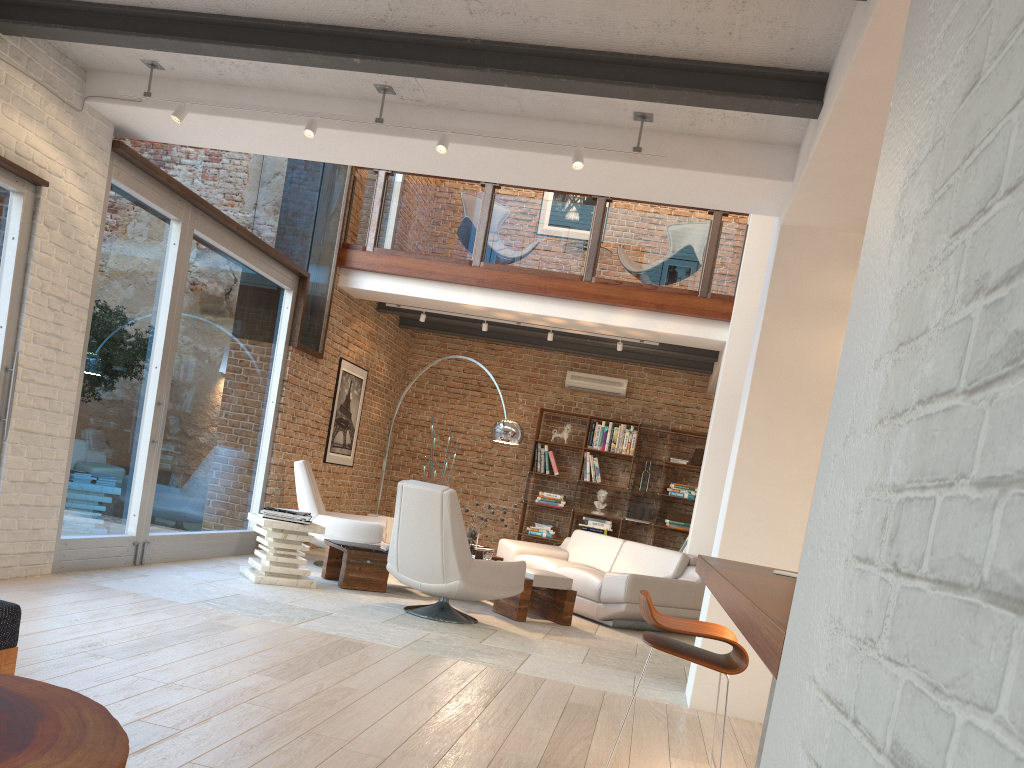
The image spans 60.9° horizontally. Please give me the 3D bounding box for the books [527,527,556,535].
[{"bbox_3d":[0.400,1.966,11.674,0.378,0.036,0.247,9,-7,9],"label":"books"}]

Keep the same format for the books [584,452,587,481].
[{"bbox_3d":[0.984,1.098,11.562,0.101,0.384,0.245,10,1,10],"label":"books"}]

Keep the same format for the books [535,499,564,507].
[{"bbox_3d":[0.508,1.591,11.631,0.379,0.036,0.246,9,-7,5],"label":"books"}]

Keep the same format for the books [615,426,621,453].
[{"bbox_3d":[1.395,0.739,11.469,0.020,0.359,0.273,11,0,11],"label":"books"}]

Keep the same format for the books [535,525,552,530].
[{"bbox_3d":[0.425,1.918,11.682,0.205,0.034,0.134,9,-6,9],"label":"books"}]

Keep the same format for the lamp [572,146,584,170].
[{"bbox_3d":[0.340,-1.165,4.497,0.060,0.129,0.085,9,1,-20],"label":"lamp"}]

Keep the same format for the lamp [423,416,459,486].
[{"bbox_3d":[-0.998,1.340,11.201,0.422,1.822,0.196,9,4,-21],"label":"lamp"}]

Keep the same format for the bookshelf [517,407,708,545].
[{"bbox_3d":[1.679,1.647,11.436,3.019,2.204,0.364,9,3,9],"label":"bookshelf"}]

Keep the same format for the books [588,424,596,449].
[{"bbox_3d":[1.063,0.702,11.532,0.055,0.329,0.256,10,0,11],"label":"books"}]

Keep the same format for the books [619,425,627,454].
[{"bbox_3d":[1.462,0.735,11.458,0.036,0.383,0.245,11,1,11],"label":"books"}]

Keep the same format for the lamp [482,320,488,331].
[{"bbox_3d":[-0.299,-0.648,9.706,0.060,0.121,0.086,10,0,12],"label":"lamp"}]

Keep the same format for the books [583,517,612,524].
[{"bbox_3d":[1.137,1.808,11.549,0.378,0.036,0.247,9,-7,9],"label":"books"}]

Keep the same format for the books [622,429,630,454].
[{"bbox_3d":[1.501,0.769,11.448,0.055,0.329,0.256,10,0,11],"label":"books"}]

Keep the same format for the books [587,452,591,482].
[{"bbox_3d":[1.016,1.101,11.533,0.103,0.383,0.245,10,1,10],"label":"books"}]

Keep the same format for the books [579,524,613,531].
[{"bbox_3d":[1.114,1.898,11.542,0.442,0.020,0.275,9,-7,9],"label":"books"}]

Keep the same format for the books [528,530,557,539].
[{"bbox_3d":[0.411,2.014,11.666,0.323,0.055,0.258,8,-7,19],"label":"books"}]

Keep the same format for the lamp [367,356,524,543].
[{"bbox_3d":[-0.703,0.870,9.115,0.323,2.350,1.999,7,2,-44],"label":"lamp"}]

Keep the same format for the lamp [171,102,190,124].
[{"bbox_3d":[-1.844,-1.507,4.843,0.088,0.129,0.058,10,2,-30],"label":"lamp"}]

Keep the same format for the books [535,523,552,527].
[{"bbox_3d":[0.425,1.892,11.688,0.236,0.019,0.172,10,-7,2],"label":"books"}]

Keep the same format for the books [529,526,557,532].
[{"bbox_3d":[0.418,1.940,11.660,0.379,0.018,0.246,10,-7,2],"label":"books"}]

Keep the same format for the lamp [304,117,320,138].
[{"bbox_3d":[-1.085,-1.394,4.717,0.060,0.121,0.086,10,0,12],"label":"lamp"}]

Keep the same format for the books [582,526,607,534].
[{"bbox_3d":[1.090,1.931,11.535,0.326,0.055,0.257,9,-6,4],"label":"books"}]

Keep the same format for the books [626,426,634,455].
[{"bbox_3d":[1.553,0.750,11.444,0.036,0.383,0.245,11,1,11],"label":"books"}]

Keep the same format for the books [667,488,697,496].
[{"bbox_3d":[2.211,1.409,11.362,0.378,0.036,0.247,9,-7,9],"label":"books"}]

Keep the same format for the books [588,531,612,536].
[{"bbox_3d":[1.108,1.997,11.545,0.380,0.064,0.245,10,-6,-4],"label":"books"}]

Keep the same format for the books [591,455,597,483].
[{"bbox_3d":[1.089,1.132,11.542,0.124,0.348,0.273,10,0,10],"label":"books"}]

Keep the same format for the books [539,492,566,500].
[{"bbox_3d":[0.544,1.493,11.633,0.324,0.055,0.258,9,-7,12],"label":"books"}]

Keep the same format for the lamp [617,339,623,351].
[{"bbox_3d":[1.175,-0.418,9.486,0.060,0.115,0.095,10,0,17],"label":"lamp"}]

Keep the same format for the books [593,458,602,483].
[{"bbox_3d":[1.132,1.146,11.521,0.157,0.329,0.256,10,0,10],"label":"books"}]

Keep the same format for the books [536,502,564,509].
[{"bbox_3d":[0.513,1.622,11.638,0.354,0.020,0.275,9,-7,9],"label":"books"}]

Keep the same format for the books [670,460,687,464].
[{"bbox_3d":[2.156,1.015,11.296,0.205,0.034,0.134,9,-6,9],"label":"books"}]

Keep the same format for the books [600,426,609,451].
[{"bbox_3d":[1.230,0.728,11.506,0.055,0.329,0.256,10,0,11],"label":"books"}]

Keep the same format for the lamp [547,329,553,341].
[{"bbox_3d":[0.424,-0.530,9.593,0.060,0.129,0.086,10,0,12],"label":"lamp"}]

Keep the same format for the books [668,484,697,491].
[{"bbox_3d":[2.235,1.354,11.337,0.379,0.036,0.246,10,-7,3],"label":"books"}]

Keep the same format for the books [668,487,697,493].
[{"bbox_3d":[2.230,1.382,11.347,0.379,0.018,0.246,10,-7,2],"label":"books"}]

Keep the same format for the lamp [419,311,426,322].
[{"bbox_3d":[-1.002,-0.754,9.813,0.060,0.129,0.085,9,1,-20],"label":"lamp"}]

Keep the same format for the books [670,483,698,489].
[{"bbox_3d":[2.241,1.329,11.355,0.354,0.020,0.274,9,-7,8],"label":"books"}]

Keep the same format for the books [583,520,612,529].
[{"bbox_3d":[1.133,1.860,11.556,0.379,0.064,0.246,10,-6,4],"label":"books"}]

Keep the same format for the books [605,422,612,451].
[{"bbox_3d":[1.277,0.705,11.477,0.036,0.383,0.245,11,1,11],"label":"books"}]

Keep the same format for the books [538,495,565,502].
[{"bbox_3d":[0.530,1.530,11.639,0.354,0.020,0.274,9,-7,8],"label":"books"}]

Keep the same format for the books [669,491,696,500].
[{"bbox_3d":[2.222,1.456,11.353,0.323,0.055,0.258,8,-7,19],"label":"books"}]

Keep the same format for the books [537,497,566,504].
[{"bbox_3d":[0.524,1.555,11.621,0.379,0.036,0.246,10,-7,3],"label":"books"}]

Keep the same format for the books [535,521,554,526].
[{"bbox_3d":[0.435,1.864,11.665,0.251,0.017,0.164,9,-7,9],"label":"books"}]

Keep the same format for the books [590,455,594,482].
[{"bbox_3d":[1.067,1.127,11.536,0.124,0.348,0.273,10,0,10],"label":"books"}]

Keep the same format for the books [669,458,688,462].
[{"bbox_3d":[2.157,0.989,11.302,0.236,0.019,0.172,10,-7,2],"label":"books"}]

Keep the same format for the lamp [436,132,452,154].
[{"bbox_3d":[-0.362,-1.276,4.604,0.060,0.129,0.086,10,0,12],"label":"lamp"}]
